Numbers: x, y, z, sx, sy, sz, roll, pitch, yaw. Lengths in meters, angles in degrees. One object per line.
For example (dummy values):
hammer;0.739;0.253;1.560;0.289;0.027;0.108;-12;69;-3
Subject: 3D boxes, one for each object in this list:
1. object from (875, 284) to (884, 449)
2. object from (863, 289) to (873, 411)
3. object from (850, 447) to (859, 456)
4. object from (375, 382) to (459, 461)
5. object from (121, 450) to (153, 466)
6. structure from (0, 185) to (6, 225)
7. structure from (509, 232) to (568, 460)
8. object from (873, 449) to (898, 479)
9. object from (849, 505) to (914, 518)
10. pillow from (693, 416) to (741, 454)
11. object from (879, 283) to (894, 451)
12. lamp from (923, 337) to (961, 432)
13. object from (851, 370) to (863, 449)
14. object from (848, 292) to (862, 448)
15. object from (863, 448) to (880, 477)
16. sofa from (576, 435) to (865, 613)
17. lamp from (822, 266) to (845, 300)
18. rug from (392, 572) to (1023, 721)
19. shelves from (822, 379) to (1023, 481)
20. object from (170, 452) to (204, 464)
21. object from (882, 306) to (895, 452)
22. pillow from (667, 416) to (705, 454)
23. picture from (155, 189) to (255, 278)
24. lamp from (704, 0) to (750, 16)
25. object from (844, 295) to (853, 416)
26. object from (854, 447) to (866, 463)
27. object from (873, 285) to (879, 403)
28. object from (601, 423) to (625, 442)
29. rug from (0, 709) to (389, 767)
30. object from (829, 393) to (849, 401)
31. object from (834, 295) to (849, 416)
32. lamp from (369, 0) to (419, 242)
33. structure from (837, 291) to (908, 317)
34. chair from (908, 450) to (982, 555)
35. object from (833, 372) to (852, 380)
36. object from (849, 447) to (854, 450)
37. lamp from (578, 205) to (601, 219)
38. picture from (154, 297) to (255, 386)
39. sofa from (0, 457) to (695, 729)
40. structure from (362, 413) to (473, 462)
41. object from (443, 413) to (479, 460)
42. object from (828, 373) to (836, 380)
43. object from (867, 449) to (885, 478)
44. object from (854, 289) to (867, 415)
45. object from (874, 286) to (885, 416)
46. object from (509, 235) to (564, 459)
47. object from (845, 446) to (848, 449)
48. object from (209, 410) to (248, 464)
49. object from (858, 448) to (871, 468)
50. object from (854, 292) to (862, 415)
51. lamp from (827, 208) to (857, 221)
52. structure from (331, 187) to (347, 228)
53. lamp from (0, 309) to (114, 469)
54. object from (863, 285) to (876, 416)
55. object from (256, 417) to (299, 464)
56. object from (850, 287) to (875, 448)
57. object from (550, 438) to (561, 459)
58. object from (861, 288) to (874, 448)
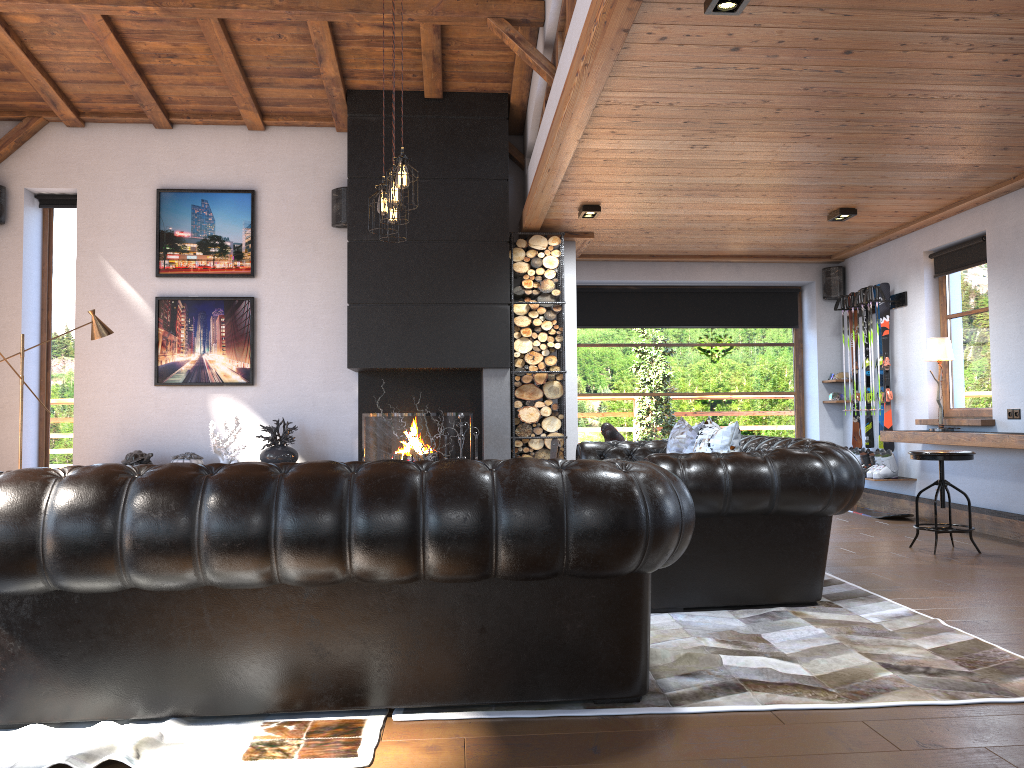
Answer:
object;3.627;-0.178;8.682;0.111;1.623;0.072;0;-3;-5
object;3.502;-0.314;8.722;0.059;1.250;0.120;1;-3;-22
object;3.441;0.773;8.961;0.251;0.271;0.116;-1;-3;0
object;-0.475;0.390;4.766;0.405;0.808;0.621;-1;-3;7
object;-3.254;0.669;7.731;0.400;0.183;0.229;-2;-3;39
structure;-4.662;-1.607;7.916;0.214;0.350;0.213;0;-3;-4
structure;0.222;-0.038;8.087;0.503;2.619;0.510;0;-3;-4
object;3.485;0.747;8.284;0.252;0.271;0.116;0;-3;-10
object;3.488;1.234;8.783;0.308;0.065;1.620;0;-2;-4
pillow;1.214;0.426;5.322;0.283;0.469;0.527;0;-2;-1
object;3.586;-0.170;8.446;0.115;1.607;0.095;0;-3;-4
lamp;3.823;0.348;7.501;0.633;1.482;0.246;0;-3;-1
object;3.548;-0.127;9.209;0.115;1.607;0.095;0;-3;-4
object;3.543;-0.145;9.112;0.115;1.607;0.095;0;-3;-4
object;3.494;0.758;8.580;0.250;0.271;0.117;-1;-3;10
sofa;1.155;0.744;5.497;1.242;0.839;2.559;0;-2;-5
lamp;3.528;-1.103;9.714;0.214;0.350;0.213;0;-3;-4
rug;0.726;1.119;4.905;2.436;0.053;4.035;0;-2;-3
shelves;3.728;0.331;6.437;0.613;0.989;6.627;0;-2;-3
object;-2.860;0.679;7.784;0.281;0.161;0.258;0;-2;-2
object;3.591;-0.152;8.543;0.115;1.607;0.095;0;-3;-4
pillow;1.171;0.452;5.998;0.283;0.469;0.527;0;-2;-1
picture;-2.814;-1.384;8.146;0.881;0.816;0.036;0;-3;-5
lamp;0.881;-1.575;3.565;0.155;0.068;0.260;0;-2;-4
object;3.472;-0.297;9.188;0.059;1.250;0.120;1;-3;-22
object;3.463;0.768;8.841;0.251;0.271;0.116;-1;-3;0
object;3.633;-0.175;8.757;0.111;1.623;0.072;0;-3;-5
object;0.808;0.464;7.025;0.148;0.319;0.251;-3;-3;37
rug;-2.326;1.098;3.532;3.815;0.053;2.426;0;-2;-4
object;3.545;0.137;9.592;0.186;0.084;0.355;-2;-3;32
object;3.401;-0.298;9.145;0.122;1.250;0.058;1;-3;-23
lamp;-0.749;-2.045;5.482;0.263;2.203;0.798;0;-3;-13
structure;3.552;-0.786;8.858;0.319;0.135;1.048;0;-2;-4
chair;3.051;0.831;6.277;0.441;0.717;0.441;0;-3;0
object;3.550;-0.086;9.507;0.190;0.084;0.159;0;-2;-6
object;3.433;0.778;9.083;0.251;0.271;0.116;-1;-3;0
lamp;0.641;-1.431;7.342;0.155;0.068;0.260;0;-2;-4
picture;-2.805;-0.389;8.095;0.881;0.816;0.036;0;-3;-5
sofa;-0.634;0.676;3.202;2.572;0.839;1.236;0;-2;-5
structure;-0.834;0.514;7.834;0.984;0.515;0.183;0;-3;-5
object;-0.427;0.750;7.483;0.304;1.018;0.311;-3;-4;41
object;3.539;-0.079;9.685;0.160;0.084;0.189;0;-2;-5
object;3.477;0.752;8.410;0.252;0.271;0.116;0;-3;-10
object;3.436;-0.313;8.730;0.119;1.250;0.060;-3;-4;43
object;3.530;-0.324;8.470;0.060;1.250;0.119;2;-4;-42
object;0.215;-0.031;8.095;0.495;2.613;0.465;0;-3;-5
object;3.428;0.782;9.200;0.253;0.271;0.116;0;-3;-15
object;-2.492;0.493;7.737;0.262;0.532;0.422;1;-3;-35
object;3.453;0.763;8.712;0.250;0.271;0.117;-1;-3;15
object;3.487;-0.305;8.955;0.059;1.250;0.120;1;-3;-22
lamp;2.806;-1.445;7.538;0.155;0.068;0.260;0;-2;-4
structure;-1.567;-1.627;8.189;0.214;0.350;0.213;0;-3;-4
lamp;-3.734;0.316;6.828;0.524;1.900;1.330;-1;-3;17
object;3.436;-0.321;8.518;0.060;1.250;0.119;2;-4;-37
object;-2.061;0.520;7.839;0.339;0.455;0.336;-2;-3;21
object;3.510;-0.169;8.905;0.255;1.623;0.103;0;-3;-9
object;0.343;0.868;7.740;0.270;0.795;0.261;1;-3;-21
object;3.588;-0.167;8.976;0.111;1.623;0.072;0;-3;-5
